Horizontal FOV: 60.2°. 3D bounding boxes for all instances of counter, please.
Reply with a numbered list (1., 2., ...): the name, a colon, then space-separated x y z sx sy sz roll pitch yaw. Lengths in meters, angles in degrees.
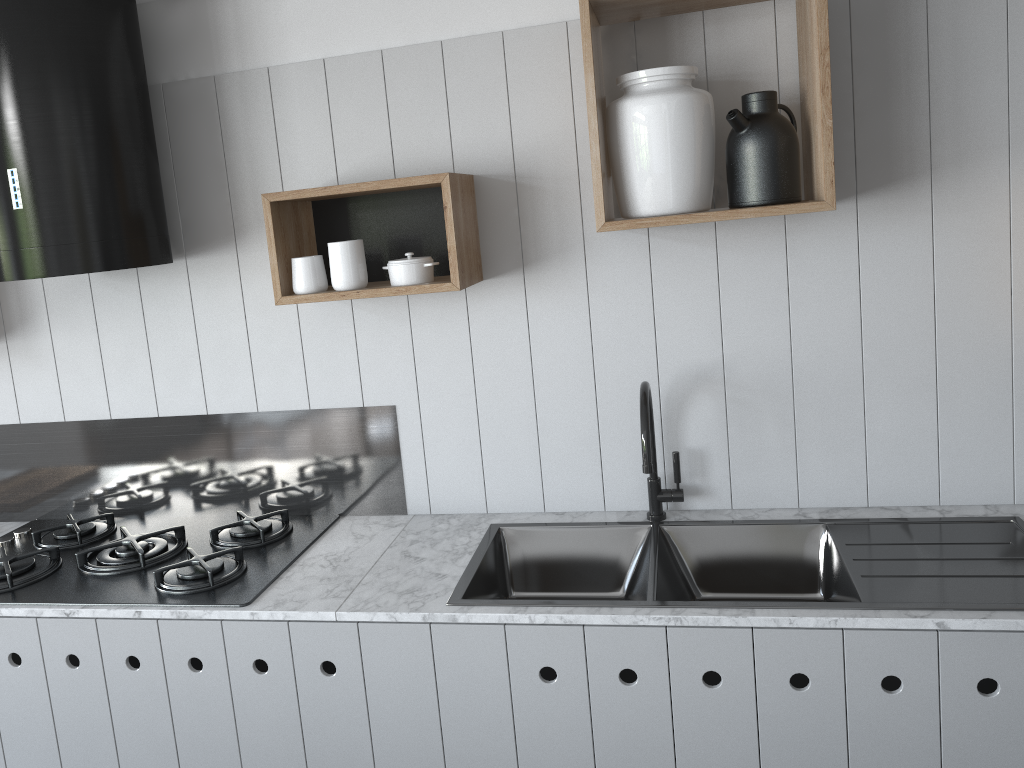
1. counter: -0.113 0.404 2.027 6.195 0.020 0.578 -3 11 14

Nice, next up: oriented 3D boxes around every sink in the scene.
1. sink: 0.491 0.445 1.857 1.190 0.165 0.451 -3 11 14

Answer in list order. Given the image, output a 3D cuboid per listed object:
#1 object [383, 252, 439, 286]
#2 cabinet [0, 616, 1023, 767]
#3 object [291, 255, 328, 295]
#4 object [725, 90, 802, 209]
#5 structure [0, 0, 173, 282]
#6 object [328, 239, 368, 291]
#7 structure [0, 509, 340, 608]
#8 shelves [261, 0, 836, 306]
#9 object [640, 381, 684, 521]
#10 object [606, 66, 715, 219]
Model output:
1. object: -0.236 -0.271 2.062 0.127 0.072 0.110 -7 10 -8
2. cabinet: -0.127 0.841 1.805 6.192 0.742 0.010 -3 8 14
3. object: -0.481 -0.258 2.095 0.081 0.087 0.086 -14 12 -41
4. object: 0.535 -0.497 1.873 0.161 0.234 0.153 -4 9 10
5. structure: -1.105 -0.707 2.161 0.406 0.862 0.426 -10 10 -30
6. object: -0.384 -0.277 2.068 0.087 0.115 0.085 -4 9 13
7. structure: -0.992 0.417 2.244 0.994 0.048 0.553 -3 11 13
8. shelves: -0.261 -0.402 2.075 3.618 0.792 0.299 -3 8 14
9. object: 0.334 0.177 1.993 0.091 0.371 0.289 -4 9 11
10. object: 0.322 -0.517 1.911 0.226 0.299 0.233 -8 9 -14
